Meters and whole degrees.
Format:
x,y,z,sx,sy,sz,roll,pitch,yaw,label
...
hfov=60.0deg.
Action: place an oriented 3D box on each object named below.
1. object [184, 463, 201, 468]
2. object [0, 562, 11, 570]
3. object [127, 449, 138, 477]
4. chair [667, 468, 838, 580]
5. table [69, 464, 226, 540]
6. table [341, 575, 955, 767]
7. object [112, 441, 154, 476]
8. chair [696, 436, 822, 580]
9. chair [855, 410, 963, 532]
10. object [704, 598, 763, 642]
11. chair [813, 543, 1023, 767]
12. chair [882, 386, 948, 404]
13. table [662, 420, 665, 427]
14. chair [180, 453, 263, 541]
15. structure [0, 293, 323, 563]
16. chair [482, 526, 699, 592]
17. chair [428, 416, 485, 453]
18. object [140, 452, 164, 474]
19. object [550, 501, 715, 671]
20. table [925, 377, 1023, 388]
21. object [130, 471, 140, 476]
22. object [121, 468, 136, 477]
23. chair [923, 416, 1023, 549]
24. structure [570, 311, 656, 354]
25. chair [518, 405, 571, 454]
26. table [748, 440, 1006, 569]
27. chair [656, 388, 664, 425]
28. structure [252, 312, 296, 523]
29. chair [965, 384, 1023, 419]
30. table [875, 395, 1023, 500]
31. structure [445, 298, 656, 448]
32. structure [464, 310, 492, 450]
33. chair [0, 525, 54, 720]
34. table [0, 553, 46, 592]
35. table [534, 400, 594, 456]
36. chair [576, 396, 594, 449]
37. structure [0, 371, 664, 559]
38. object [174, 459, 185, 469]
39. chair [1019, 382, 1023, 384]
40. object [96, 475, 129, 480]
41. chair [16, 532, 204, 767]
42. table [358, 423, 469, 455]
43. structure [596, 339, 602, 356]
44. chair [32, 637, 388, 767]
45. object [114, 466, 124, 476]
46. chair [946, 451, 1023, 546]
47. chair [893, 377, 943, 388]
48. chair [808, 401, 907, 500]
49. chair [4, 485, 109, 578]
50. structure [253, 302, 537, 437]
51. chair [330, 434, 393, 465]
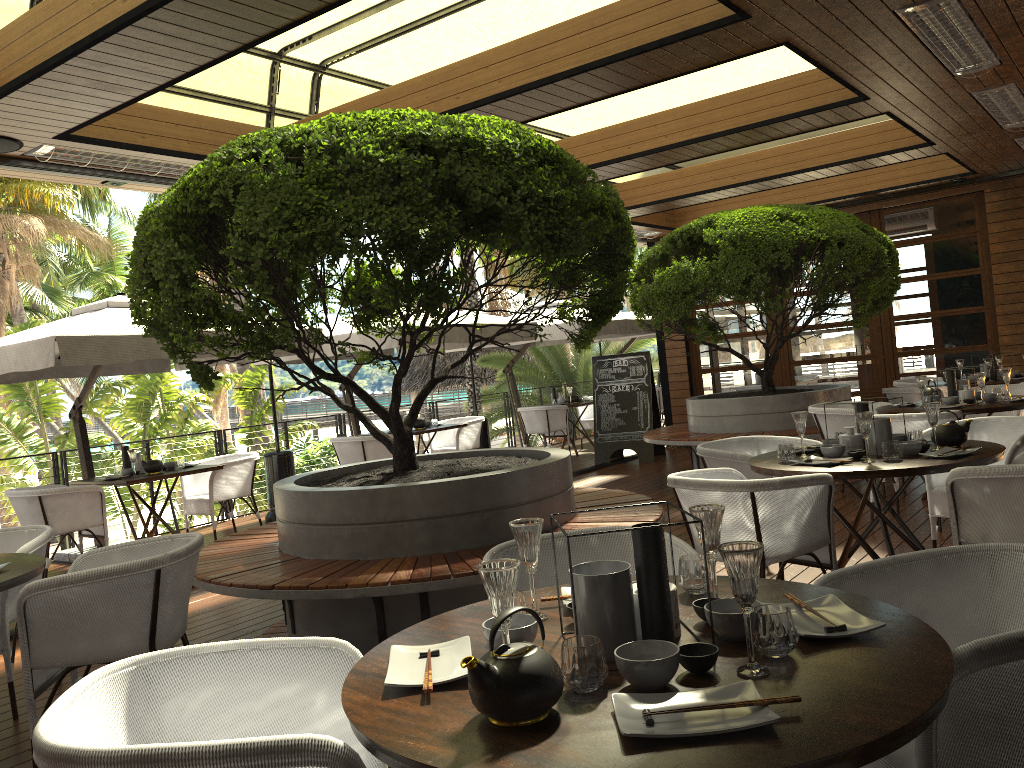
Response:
x,y,z,sx,sy,sz,roll,pitch,yaw,label
-2.952,0.735,7.977,0.294,0.025,0.170,-5,1,37,object
-2.052,0.722,3.396,0.170,0.025,0.294,-6,1,-2,object
-3.158,0.661,7.400,0.082,0.227,0.082,-6,0,38,object
1.075,0.772,3.980,0.617,0.788,0.627,-6,0,-32,chair
-3.124,1.146,7.694,0.931,0.749,0.932,-5,1,37,table
0.283,0.906,1.791,1.165,0.749,1.167,-5,1,39,table
-3.327,0.656,7.800,0.263,0.264,0.263,-6,0,-8,object
1.443,0.717,5.101,0.628,0.788,0.616,-6,0,-32,chair
2.749,0.570,6.105,0.627,0.788,0.617,-5,0,43,chair
0.451,0.480,1.793,0.116,0.065,0.116,-5,1,16,object
1.058,0.808,1.950,0.617,0.788,0.627,-6,0,-7,chair
4.004,0.403,8.628,0.617,0.788,0.627,-6,0,-22,chair
2.901,0.411,15.854,0.931,0.749,0.932,-5,1,37,table
-2.670,1.073,8.262,0.627,0.788,0.617,-5,0,38,chair
-3.287,0.370,7.712,2.411,2.333,2.416,-5,1,37,structure
0.256,0.876,2.625,0.627,0.788,0.616,-6,0,-7,chair
-0.643,0.825,11.006,0.627,0.788,0.617,-5,0,38,chair
-3.084,0.677,7.619,0.163,0.179,0.168,-5,0,39,object
0.235,0.402,1.807,0.263,0.264,0.263,-6,0,-5,object
4.829,0.335,8.905,1.166,0.749,1.166,-6,1,5,table
-3.176,0.757,7.475,0.080,0.042,0.080,-6,1,-2,object
-3.257,0.753,7.533,0.116,0.065,0.116,-5,1,35,object
2.660,0.600,4.861,0.617,0.788,0.627,-6,0,-32,chair
2.721,-0.363,15.849,2.411,2.333,2.416,-5,1,37,structure
0.450,0.691,12.528,0.627,0.788,0.617,-5,0,38,chair
1.795,0.713,4.346,1.165,0.749,1.166,-5,1,17,table
2.440,0.449,15.223,0.627,0.788,0.617,-5,0,38,chair
-2.485,0.329,9.284,0.699,2.192,0.700,-6,0,24,structure
4.053,0.419,7.368,0.627,0.788,0.617,-5,0,43,chair
3.382,0.517,6.630,1.166,0.749,1.166,-6,1,5,table
0.718,-0.118,13.137,2.411,2.333,2.416,-5,1,37,structure
-0.510,0.088,11.958,0.699,2.192,0.700,-6,0,24,structure
-2.508,1.124,4.211,0.627,0.788,0.616,-6,0,-7,chair
-2.377,1.144,3.346,1.165,0.749,1.167,-5,1,42,table
0.892,0.656,13.134,0.931,0.749,0.932,-5,1,37,table
1.391,0.577,13.761,0.627,0.788,0.617,-5,0,38,chair
-4.677,1.262,7.584,0.163,1.153,26.292,-6,1,37,structure
-2.912,0.704,7.770,0.086,0.086,0.086,-5,1,41,object
5.072,0.306,8.085,0.628,0.788,0.616,-6,0,-22,chair
-3.309,0.781,7.379,0.294,0.025,0.170,-5,1,37,object
-1.506,1.037,3.477,0.617,0.788,0.627,-6,0,-7,chair
-1.116,0.901,10.414,0.931,0.749,0.932,-5,1,37,table
1.505,-0.158,14.688,0.699,2.192,0.700,-6,0,24,structure
-0.548,0.970,1.765,0.617,0.788,0.627,-6,0,-7,chair
-3.357,0.751,7.582,0.086,0.086,0.086,-5,1,41,object
2.222,0.664,3.632,0.628,0.788,0.616,-6,0,-32,chair
4.560,0.331,9.667,0.628,0.788,0.616,-6,0,-22,chair
2.816,0.544,7.283,0.616,0.788,0.628,-5,0,43,chair
-3.610,1.187,7.029,0.627,0.788,0.617,-5,0,38,chair
-1.284,0.126,10.424,2.411,2.333,2.416,-5,1,37,structure
-1.619,0.944,9.726,0.627,0.788,0.617,-5,0,38,chair
